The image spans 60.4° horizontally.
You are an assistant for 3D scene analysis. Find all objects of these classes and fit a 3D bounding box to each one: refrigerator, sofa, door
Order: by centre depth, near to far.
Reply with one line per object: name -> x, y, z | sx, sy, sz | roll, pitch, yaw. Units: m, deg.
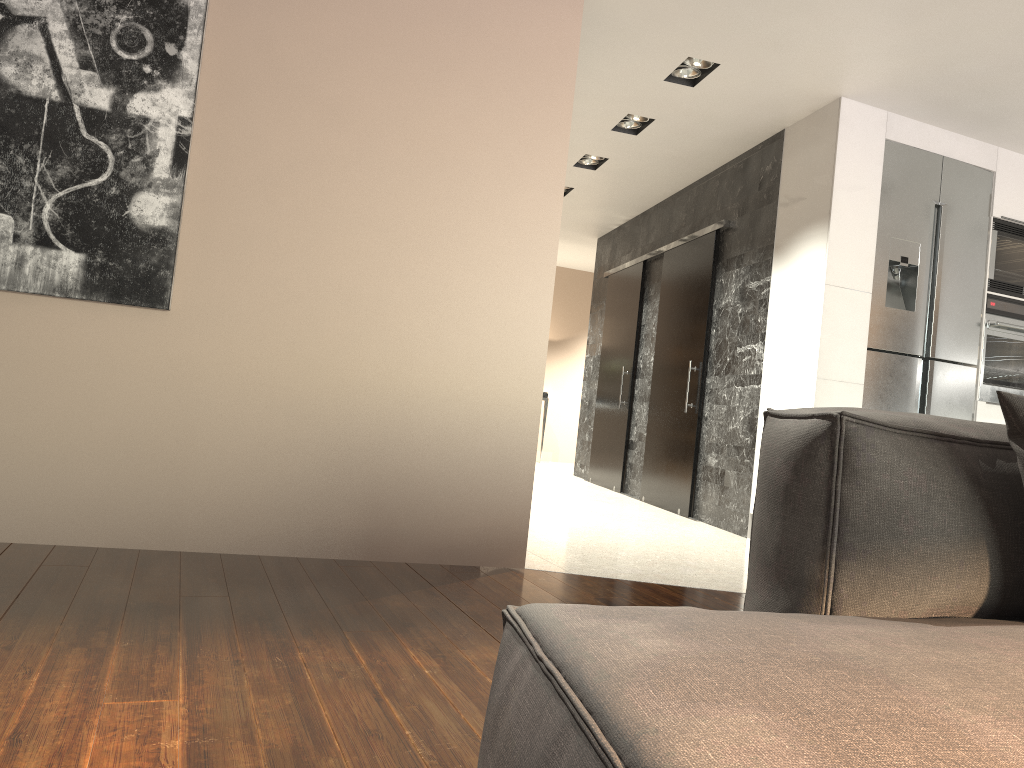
sofa -> 1.446, 0.446, 0.647 | 2.806, 0.704, 2.420 | 6, -2, -13
refrigerator -> 2.283, -0.163, 5.312 | 0.909, 2.345, 0.559 | 7, -3, -23
door -> 1.092, -0.089, 7.319 | 0.132, 2.058, 2.772 | 7, -2, -11

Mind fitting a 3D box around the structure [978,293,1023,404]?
structure -> 3.041, -0.188, 5.641 | 0.692, 0.651, 0.623 | 7, -2, -23

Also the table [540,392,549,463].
table -> -0.335, 0.455, 10.610 | 1.489, 0.866, 0.428 | 7, -3, -24

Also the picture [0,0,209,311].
picture -> -1.535, -0.883, 3.074 | 0.773, 1.166, 0.028 | 7, -3, -16

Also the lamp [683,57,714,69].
lamp -> 0.973, -1.699, 4.590 | 0.170, 0.077, 0.183 | 5, -2, 22

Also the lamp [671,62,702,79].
lamp -> 0.939, -1.698, 4.761 | 0.170, 0.077, 0.183 | 5, -2, 23

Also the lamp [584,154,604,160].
lamp -> 0.604, -1.686, 6.436 | 0.183, 0.077, 0.170 | 7, -2, -20

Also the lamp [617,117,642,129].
lamp -> 0.753, -1.692, 5.685 | 0.170, 0.077, 0.183 | 5, -2, 23

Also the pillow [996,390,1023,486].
pillow -> 1.840, 0.248, 1.239 | 2.009, 0.431, 1.102 | 5, -2, 29

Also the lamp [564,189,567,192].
lamp -> 0.384, -1.679, 7.536 | 0.181, 0.077, 0.172 | 6, -2, -13

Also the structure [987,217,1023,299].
structure -> 3.085, -0.751, 5.710 | 0.687, 0.450, 0.587 | 7, -2, -23

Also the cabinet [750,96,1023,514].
cabinet -> 4.713, -0.053, 3.130 | 4.628, 2.503, 6.640 | 7, -2, -22

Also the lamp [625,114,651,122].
lamp -> 0.788, -1.693, 5.514 | 0.170, 0.077, 0.183 | 5, -2, 22

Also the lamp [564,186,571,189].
lamp -> 0.419, -1.680, 7.365 | 0.183, 0.077, 0.170 | 7, -2, -20

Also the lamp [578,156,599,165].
lamp -> 0.570, -1.685, 6.607 | 0.181, 0.077, 0.172 | 6, -2, -13
